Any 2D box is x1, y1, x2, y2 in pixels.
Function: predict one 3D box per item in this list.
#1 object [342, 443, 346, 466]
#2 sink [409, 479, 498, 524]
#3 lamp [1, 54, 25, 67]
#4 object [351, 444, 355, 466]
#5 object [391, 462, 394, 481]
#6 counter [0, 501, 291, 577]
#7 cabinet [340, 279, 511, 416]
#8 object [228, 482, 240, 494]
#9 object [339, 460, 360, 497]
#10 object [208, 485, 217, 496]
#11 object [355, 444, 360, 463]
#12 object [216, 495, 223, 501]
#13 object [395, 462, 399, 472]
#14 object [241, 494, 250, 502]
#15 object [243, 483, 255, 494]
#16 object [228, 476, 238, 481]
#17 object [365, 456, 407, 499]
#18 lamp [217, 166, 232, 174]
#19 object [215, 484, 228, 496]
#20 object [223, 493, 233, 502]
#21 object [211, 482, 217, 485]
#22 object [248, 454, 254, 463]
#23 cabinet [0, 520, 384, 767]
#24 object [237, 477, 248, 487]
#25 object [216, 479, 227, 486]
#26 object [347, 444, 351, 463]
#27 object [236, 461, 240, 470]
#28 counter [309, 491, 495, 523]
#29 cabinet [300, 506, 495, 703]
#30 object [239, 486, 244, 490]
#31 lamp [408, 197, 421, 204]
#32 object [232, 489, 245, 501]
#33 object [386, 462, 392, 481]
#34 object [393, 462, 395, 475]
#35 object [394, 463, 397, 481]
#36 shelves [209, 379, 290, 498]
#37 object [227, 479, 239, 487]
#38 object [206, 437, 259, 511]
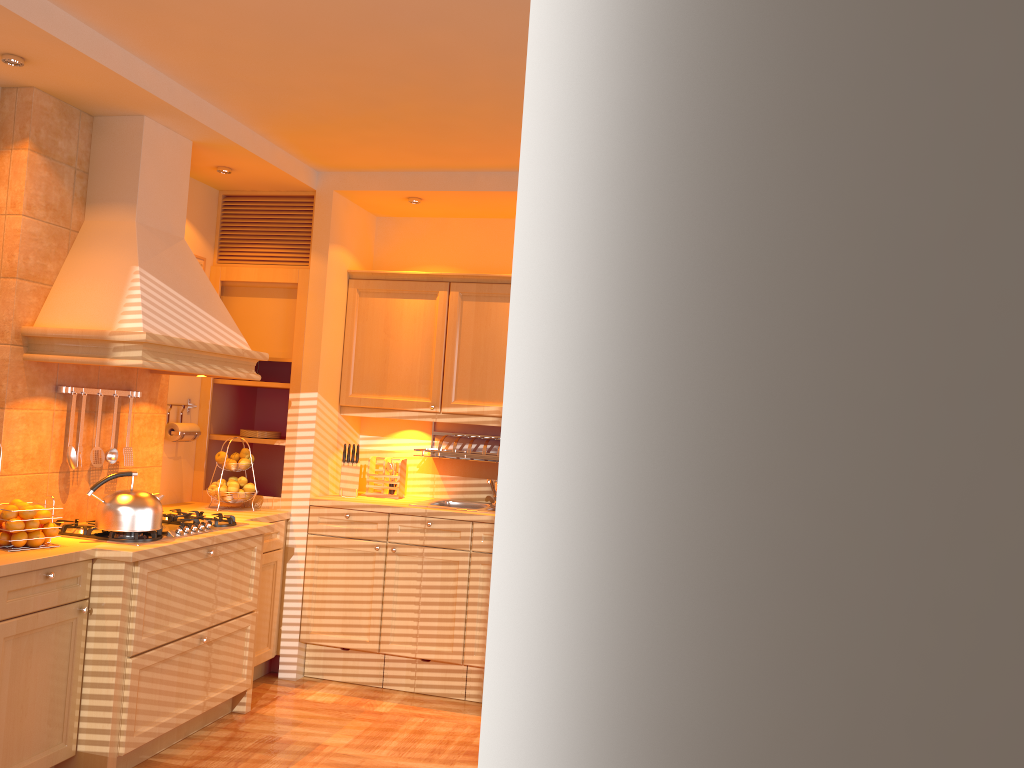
[{"bbox_3d":[-0.929,0.461,4.895,0.019,0.265,0.037,5,-2,-22],"label":"object"},{"bbox_3d":[-0.126,0.675,4.753,0.746,0.336,0.465,3,-2,14],"label":"sink"},{"bbox_3d":[-1.763,-1.142,3.134,0.070,0.021,0.070,4,-2,-3],"label":"lamp"},{"bbox_3d":[-0.885,0.464,4.905,0.019,0.265,0.038,4,-2,-3],"label":"object"},{"bbox_3d":[-0.674,0.540,4.991,0.017,0.196,0.020,2,-3,39],"label":"object"},{"bbox_3d":[-1.647,0.622,3.661,0.770,0.038,2.250,3,-2,14],"label":"counter"},{"bbox_3d":[-0.035,-0.175,4.917,1.792,0.712,0.332,3,-2,14],"label":"cabinet"},{"bbox_3d":[-1.419,0.529,4.521,0.056,0.063,0.065,4,-2,-10],"label":"object"},{"bbox_3d":[-0.899,0.521,4.915,0.100,0.200,0.070,4,-2,-12],"label":"object"},{"bbox_3d":[-1.538,0.547,4.570,0.056,0.057,0.053,4,-2,-9],"label":"object"},{"bbox_3d":[-0.862,0.466,4.910,0.019,0.265,0.037,4,-2,-3],"label":"object"},{"bbox_3d":[-1.509,0.582,4.599,0.046,0.043,0.047,5,-2,-26],"label":"object"},{"bbox_3d":[-0.667,0.538,5.030,0.042,0.192,0.040,5,-2,-26],"label":"object"},{"bbox_3d":[-1.401,0.582,4.626,0.063,0.061,0.064,4,-2,-8],"label":"object"},{"bbox_3d":[-1.359,0.542,4.593,0.064,0.060,0.063,3,-3,29],"label":"object"},{"bbox_3d":[-1.453,0.504,4.625,0.051,0.048,0.050,6,-3,-43],"label":"object"},{"bbox_3d":[-0.713,0.529,5.032,0.200,0.221,0.103,3,-2,14],"label":"object"},{"bbox_3d":[-1.443,-1.070,4.445,0.070,0.021,0.070,4,-2,-3],"label":"lamp"},{"bbox_3d":[-1.484,0.542,4.531,0.063,0.063,0.063,3,-2,25],"label":"object"},{"bbox_3d":[-1.463,0.580,4.572,0.052,0.056,0.057,5,-2,-24],"label":"object"},{"bbox_3d":[-1.558,0.537,4.661,0.044,0.047,0.046,2,-3,35],"label":"object"},{"bbox_3d":[-1.388,0.395,4.673,0.057,0.060,0.058,2,-3,35],"label":"object"},{"bbox_3d":[-1.426,1.086,3.890,1.141,0.840,2.850,3,-2,14],"label":"cabinet"},{"bbox_3d":[-1.396,0.505,4.594,0.050,0.052,0.049,3,-2,21],"label":"object"},{"bbox_3d":[-1.499,0.519,4.585,0.055,0.058,0.056,6,-3,-40],"label":"object"},{"bbox_3d":[-0.908,0.462,4.900,0.019,0.265,0.038,4,-2,-3],"label":"object"},{"bbox_3d":[-1.435,0.421,4.667,0.058,0.059,0.058,6,-3,-45],"label":"object"},{"bbox_3d":[-0.126,0.688,4.754,1.800,0.038,0.600,3,-2,14],"label":"counter"},{"bbox_3d":[0.446,0.810,4.595,3.000,1.700,0.625,3,-2,14],"label":"cabinet"},{"bbox_3d":[-1.419,0.536,4.653,0.057,0.059,0.058,5,-2,-22],"label":"object"},{"bbox_3d":[-0.528,-0.993,4.811,0.070,0.021,0.070,5,-2,-25],"label":"lamp"},{"bbox_3d":[-1.405,0.570,4.560,0.064,0.062,0.064,4,-2,1],"label":"object"},{"bbox_3d":[-0.689,0.535,4.986,0.042,0.192,0.040,5,-2,-25],"label":"object"},{"bbox_3d":[-0.675,0.540,5.013,0.018,0.196,0.023,3,-2,18],"label":"object"},{"bbox_3d":[-0.663,0.540,4.993,0.022,0.196,0.018,3,-2,18],"label":"object"},{"bbox_3d":[-1.366,0.350,5.085,0.600,0.702,0.582,3,-2,14],"label":"shelves"},{"bbox_3d":[-1.438,0.522,4.574,0.063,0.061,0.063,4,-2,-12],"label":"object"},{"bbox_3d":[-1.449,0.465,4.626,0.265,0.376,0.265,5,-2,-27],"label":"object"}]
